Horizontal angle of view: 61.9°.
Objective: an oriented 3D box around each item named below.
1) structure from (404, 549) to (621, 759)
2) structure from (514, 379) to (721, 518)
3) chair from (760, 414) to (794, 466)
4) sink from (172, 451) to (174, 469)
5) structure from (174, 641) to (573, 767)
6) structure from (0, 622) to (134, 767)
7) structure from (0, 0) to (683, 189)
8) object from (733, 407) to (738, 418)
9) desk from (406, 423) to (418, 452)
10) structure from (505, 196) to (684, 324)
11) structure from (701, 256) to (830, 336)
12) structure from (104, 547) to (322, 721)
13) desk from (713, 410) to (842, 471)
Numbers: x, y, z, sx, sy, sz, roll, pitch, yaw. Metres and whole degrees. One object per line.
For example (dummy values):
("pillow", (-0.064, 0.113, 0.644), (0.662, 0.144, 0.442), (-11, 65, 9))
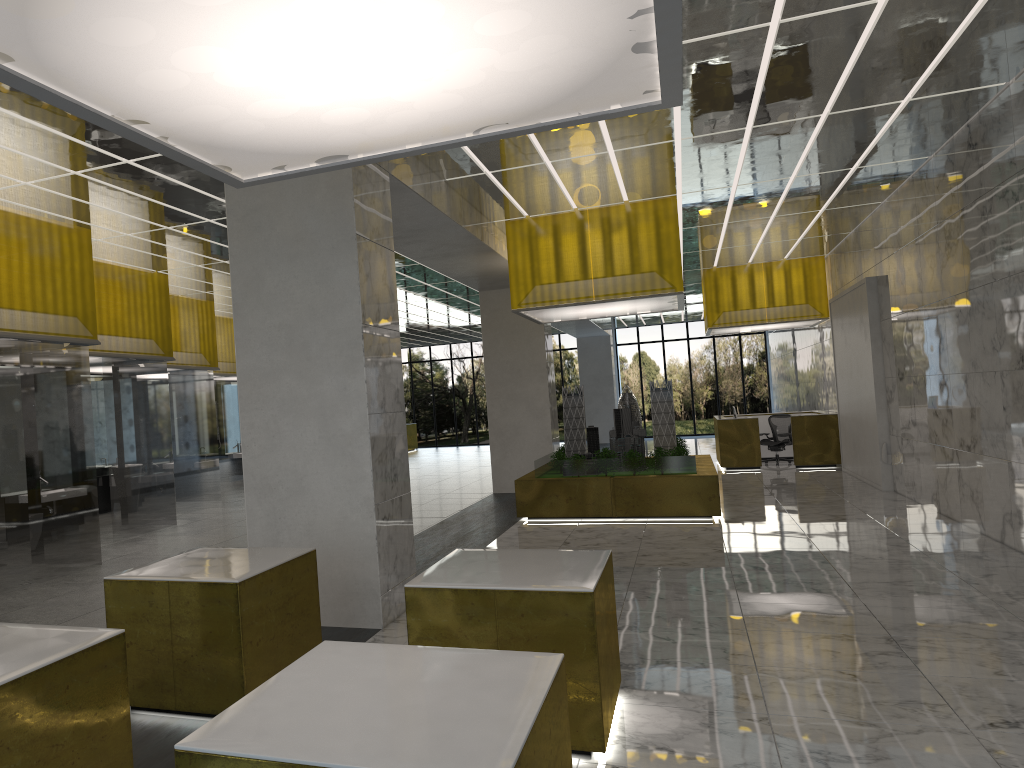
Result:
("structure", (0.063, 1.970, 6.484), (1.396, 1.173, 1.419), (-4, -1, 17))
("structure", (2.350, 1.255, 18.651), (3.952, 2.571, 5.067), (-4, -1, 15))
("chair", (7.959, 1.664, 25.565), (1.196, 1.493, 0.965), (-5, -1, 41))
("sink", (-11.165, 2.635, 28.724), (0.892, 1.053, 1.366), (-4, -1, 15))
("structure", (-0.489, 1.951, 3.751), (1.396, 1.173, 1.419), (-4, -1, 17))
("structure", (-3.134, 2.139, 4.821), (1.396, 1.173, 1.419), (-4, -1, 17))
("structure", (-0.912, -2.717, 4.235), (3.329, 2.269, 3.188), (-4, -1, 17))
("object", (6.966, 1.022, 26.132), (0.562, 0.667, 0.738), (-4, -1, 15))
("desk", (-7.157, 3.033, 46.501), (3.289, 1.508, 3.424), (-4, -1, 16))
("structure", (1.775, -2.624, 17.517), (3.330, 2.269, 3.188), (-4, -1, 17))
("structure", (7.505, -2.820, 25.875), (3.330, 2.269, 3.063), (-4, -1, 17))
("structure", (-2.582, 2.158, 7.549), (1.396, 1.173, 1.419), (-4, -1, 17))
("desk", (7.864, 1.679, 25.755), (3.289, 1.508, 3.424), (-4, -1, 16))
